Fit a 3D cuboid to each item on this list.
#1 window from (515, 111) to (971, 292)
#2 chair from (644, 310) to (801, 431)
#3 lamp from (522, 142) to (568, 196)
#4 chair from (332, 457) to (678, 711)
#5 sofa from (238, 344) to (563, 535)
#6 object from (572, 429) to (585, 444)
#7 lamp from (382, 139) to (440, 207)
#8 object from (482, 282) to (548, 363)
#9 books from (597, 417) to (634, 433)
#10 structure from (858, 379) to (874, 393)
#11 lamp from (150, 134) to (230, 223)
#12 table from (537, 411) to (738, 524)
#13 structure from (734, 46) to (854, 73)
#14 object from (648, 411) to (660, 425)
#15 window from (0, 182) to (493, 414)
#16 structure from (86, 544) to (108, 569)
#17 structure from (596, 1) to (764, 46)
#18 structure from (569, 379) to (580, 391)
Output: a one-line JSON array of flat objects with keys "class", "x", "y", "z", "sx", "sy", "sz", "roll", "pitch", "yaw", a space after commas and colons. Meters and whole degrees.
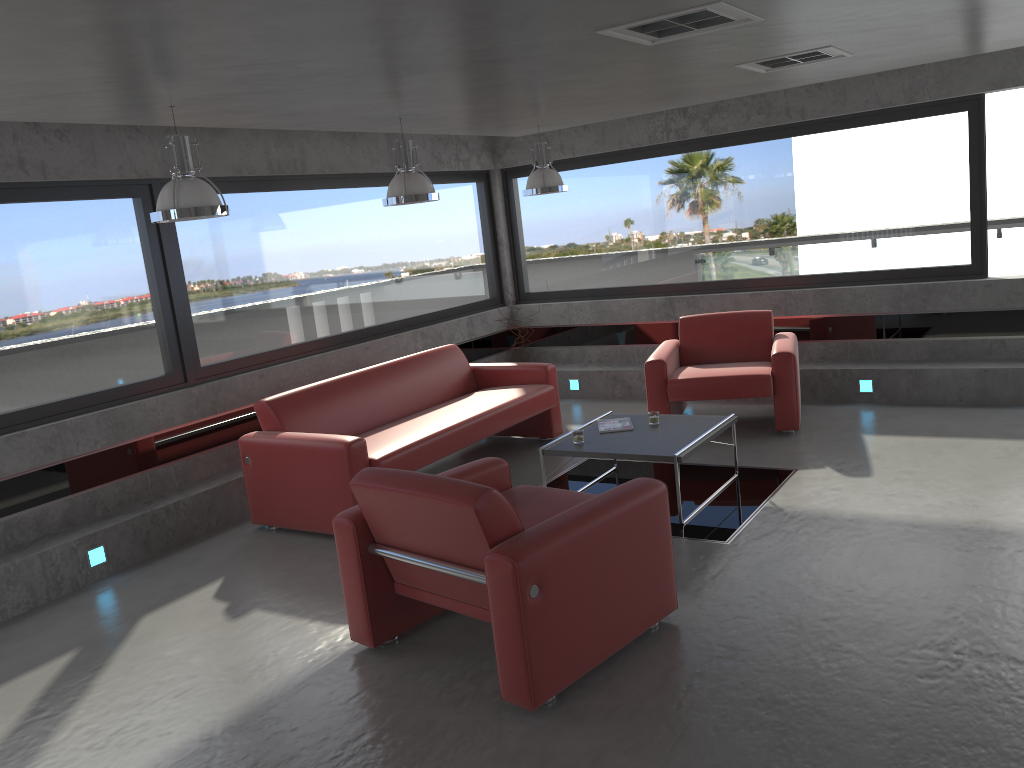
[{"class": "window", "x": 1.947, "y": -1.648, "z": 8.642, "sx": 4.583, "sy": 1.364, "sz": 0.003, "roll": 0, "pitch": 12, "yaw": 33}, {"class": "chair", "x": 1.779, "y": -0.121, "z": 7.442, "sx": 1.196, "sy": 0.854, "sz": 1.130, "roll": -3, "pitch": 11, "yaw": 19}, {"class": "lamp", "x": 0.260, "y": -1.819, "z": 7.478, "sx": 0.388, "sy": 0.422, "sz": 0.389, "roll": -2, "pitch": 11, "yaw": 23}, {"class": "chair", "x": -0.016, "y": 0.698, "z": 4.091, "sx": 1.196, "sy": 0.854, "sz": 1.130, "roll": 3, "pitch": 14, "yaw": 43}, {"class": "sofa", "x": -0.695, "y": 0.283, "z": 6.807, "sx": 1.120, "sy": 0.854, "sz": 2.626, "roll": 0, "pitch": 12, "yaw": 33}, {"class": "object", "x": 0.433, "y": 0.343, "z": 5.777, "sx": 0.079, "sy": 0.077, "sz": 0.079, "roll": -4, "pitch": 11, "yaw": 17}, {"class": "lamp", "x": -0.709, "y": -1.439, "z": 6.009, "sx": 0.389, "sy": 0.422, "sz": 0.388, "roll": 0, "pitch": 12, "yaw": 33}, {"class": "object", "x": 0.066, "y": -0.336, "z": 8.700, "sx": 0.466, "sy": 1.289, "sz": 0.531, "roll": -16, "pitch": 14, "yaw": -42}, {"class": "books", "x": 0.709, "y": 0.279, "z": 6.109, "sx": 0.228, "sy": 0.022, "sz": 0.326, "roll": -6, "pitch": 10, "yaw": 4}, {"class": "structure", "x": 3.048, "y": 0.018, "z": 7.637, "sx": 0.123, "sy": 0.123, "sz": 0.004, "roll": 0, "pitch": 12, "yaw": 33}, {"class": "lamp", "x": -1.679, "y": -1.059, "z": 4.541, "sx": 0.389, "sy": 0.422, "sz": 0.388, "roll": 0, "pitch": 12, "yaw": 33}, {"class": "table", "x": 0.866, "y": 0.520, "z": 5.897, "sx": 0.994, "sy": 0.436, "sz": 1.018, "roll": 0, "pitch": 12, "yaw": 33}, {"class": "structure", "x": 1.699, "y": -2.074, "z": 5.353, "sx": 0.563, "sy": 0.240, "sz": 0.563, "roll": 0, "pitch": 12, "yaw": 33}, {"class": "object", "x": 0.967, "y": 0.232, "z": 6.045, "sx": 0.079, "sy": 0.077, "sz": 0.079, "roll": 3, "pitch": 14, "yaw": 41}, {"class": "window", "x": -2.368, "y": -0.776, "z": 6.608, "sx": 0.003, "sy": 1.364, "sz": 7.800, "roll": 0, "pitch": 12, "yaw": 33}, {"class": "structure", "x": -2.560, "y": 1.064, "z": 5.472, "sx": 0.004, "sy": 0.123, "sz": 0.123, "roll": 0, "pitch": 12, "yaw": 33}, {"class": "structure", "x": 0.735, "y": -1.696, "z": 3.893, "sx": 0.563, "sy": 0.240, "sz": 0.563, "roll": 0, "pitch": 12, "yaw": 33}, {"class": "structure", "x": 0.648, "y": 0.008, "z": 9.219, "sx": 0.123, "sy": 0.123, "sz": 0.004, "roll": 0, "pitch": 12, "yaw": 33}]
